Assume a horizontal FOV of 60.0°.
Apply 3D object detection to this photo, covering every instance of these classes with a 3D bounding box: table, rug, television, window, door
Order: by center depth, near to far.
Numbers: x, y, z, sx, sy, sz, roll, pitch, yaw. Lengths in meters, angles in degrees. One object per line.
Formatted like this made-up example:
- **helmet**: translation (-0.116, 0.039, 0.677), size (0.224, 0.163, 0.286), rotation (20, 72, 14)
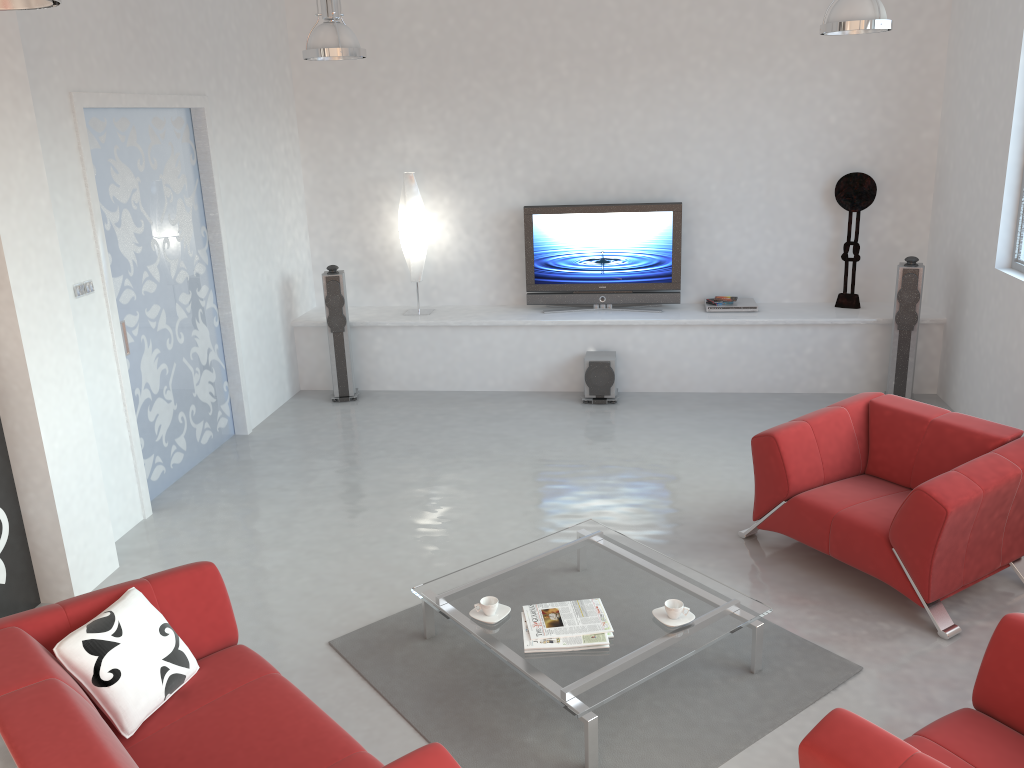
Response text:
- **table**: translation (0.329, 1.079, 3.956), size (1.097, 0.286, 1.162), rotation (-14, 21, -34)
- **rug**: translation (0.325, 1.220, 3.992), size (1.700, 0.025, 1.700), rotation (-14, 21, -34)
- **window**: translation (3.278, -1.307, 4.703), size (0.100, 1.800, 2.400), rotation (0, 17, 8)
- **door**: translation (-2.351, -0.606, 5.970), size (0.240, 2.550, 1.600), rotation (0, 17, 8)
- **television**: translation (0.792, -1.108, 7.770), size (1.356, 0.919, 0.343), rotation (0, 17, 8)

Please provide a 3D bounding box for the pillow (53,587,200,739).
- **pillow**: translation (-1.357, 0.977, 3.151), size (0.288, 0.343, 0.402), rotation (3, 18, 16)

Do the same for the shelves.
- **shelves**: translation (0.800, -0.611, 7.800), size (5.500, 0.050, 0.650), rotation (0, 17, 8)

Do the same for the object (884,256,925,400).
- **object**: translation (3.101, -0.422, 6.995), size (0.255, 1.184, 0.273), rotation (5, 18, 23)

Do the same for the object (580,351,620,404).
- **object**: translation (0.746, -0.057, 7.493), size (0.336, 0.374, 0.337), rotation (0, 17, 8)

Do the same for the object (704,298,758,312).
- **object**: translation (1.904, -0.691, 7.733), size (0.430, 0.045, 0.352), rotation (0, 17, 8)

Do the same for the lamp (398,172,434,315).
- **lamp**: translation (-0.869, -1.245, 7.887), size (0.263, 1.239, 0.263), rotation (-2, 17, 1)

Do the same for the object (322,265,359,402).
- **object**: translation (-1.496, -0.447, 7.677), size (0.255, 1.184, 0.273), rotation (-4, 17, -6)

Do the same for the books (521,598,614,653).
- **books**: translation (0.227, 0.997, 3.688), size (0.367, 0.035, 0.345), rotation (-3, 17, -1)

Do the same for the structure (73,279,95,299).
- **structure**: translation (-2.391, -0.531, 4.957), size (0.016, 0.080, 0.170), rotation (0, 17, 8)

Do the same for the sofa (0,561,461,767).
- **sofa**: translation (-1.006, 1.246, 2.832), size (0.951, 0.738, 1.929), rotation (-17, 22, -39)

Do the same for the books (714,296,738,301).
- **books**: translation (1.855, -0.739, 7.695), size (0.190, 0.015, 0.135), rotation (3, 18, 18)

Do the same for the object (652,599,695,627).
- **object**: translation (0.677, 0.952, 3.718), size (0.153, 0.069, 0.153), rotation (-10, 19, -24)

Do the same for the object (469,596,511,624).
- **object**: translation (-0.095, 0.959, 3.796), size (0.153, 0.069, 0.153), rotation (9, 20, 33)

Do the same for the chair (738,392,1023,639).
- **chair**: translation (1.977, 0.579, 4.626), size (0.951, 0.738, 1.288), rotation (-12, 20, -30)

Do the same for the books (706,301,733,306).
- **books**: translation (1.806, -0.712, 7.713), size (0.190, 0.015, 0.135), rotation (-10, 19, -25)

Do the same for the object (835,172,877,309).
- **object**: translation (2.854, -1.198, 7.436), size (0.331, 1.130, 0.108), rotation (9, 20, 32)

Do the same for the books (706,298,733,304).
- **books**: translation (1.805, -0.727, 7.711), size (0.190, 0.015, 0.135), rotation (-6, 17, -11)

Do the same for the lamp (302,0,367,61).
- **lamp**: translation (-1.085, -2.350, 5.246), size (0.379, 0.800, 0.379), rotation (-1, 17, 5)

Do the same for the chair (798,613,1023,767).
- **chair**: translation (1.536, 1.243, 2.509), size (1.288, 0.738, 0.951), rotation (-12, 20, -30)

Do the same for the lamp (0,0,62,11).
- **lamp**: translation (-1.507, -1.468, 2.410), size (0.379, 0.800, 0.379), rotation (-2, 17, 1)

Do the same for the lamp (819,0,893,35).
- **lamp**: translation (1.892, -2.335, 4.807), size (0.379, 0.800, 0.379), rotation (-17, 22, -39)
